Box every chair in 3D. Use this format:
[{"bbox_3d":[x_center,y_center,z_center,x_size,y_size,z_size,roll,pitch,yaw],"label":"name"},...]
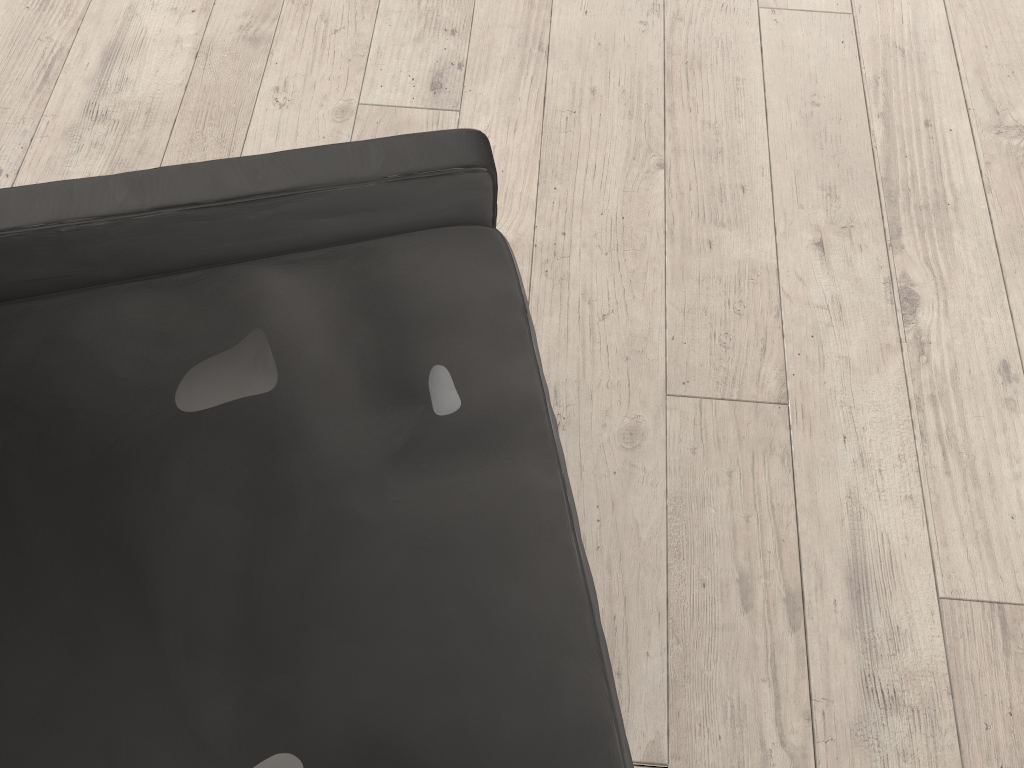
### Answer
[{"bbox_3d":[-0.458,0.233,0.926,1.088,0.933,1.004,-9,65,-6],"label":"chair"}]
